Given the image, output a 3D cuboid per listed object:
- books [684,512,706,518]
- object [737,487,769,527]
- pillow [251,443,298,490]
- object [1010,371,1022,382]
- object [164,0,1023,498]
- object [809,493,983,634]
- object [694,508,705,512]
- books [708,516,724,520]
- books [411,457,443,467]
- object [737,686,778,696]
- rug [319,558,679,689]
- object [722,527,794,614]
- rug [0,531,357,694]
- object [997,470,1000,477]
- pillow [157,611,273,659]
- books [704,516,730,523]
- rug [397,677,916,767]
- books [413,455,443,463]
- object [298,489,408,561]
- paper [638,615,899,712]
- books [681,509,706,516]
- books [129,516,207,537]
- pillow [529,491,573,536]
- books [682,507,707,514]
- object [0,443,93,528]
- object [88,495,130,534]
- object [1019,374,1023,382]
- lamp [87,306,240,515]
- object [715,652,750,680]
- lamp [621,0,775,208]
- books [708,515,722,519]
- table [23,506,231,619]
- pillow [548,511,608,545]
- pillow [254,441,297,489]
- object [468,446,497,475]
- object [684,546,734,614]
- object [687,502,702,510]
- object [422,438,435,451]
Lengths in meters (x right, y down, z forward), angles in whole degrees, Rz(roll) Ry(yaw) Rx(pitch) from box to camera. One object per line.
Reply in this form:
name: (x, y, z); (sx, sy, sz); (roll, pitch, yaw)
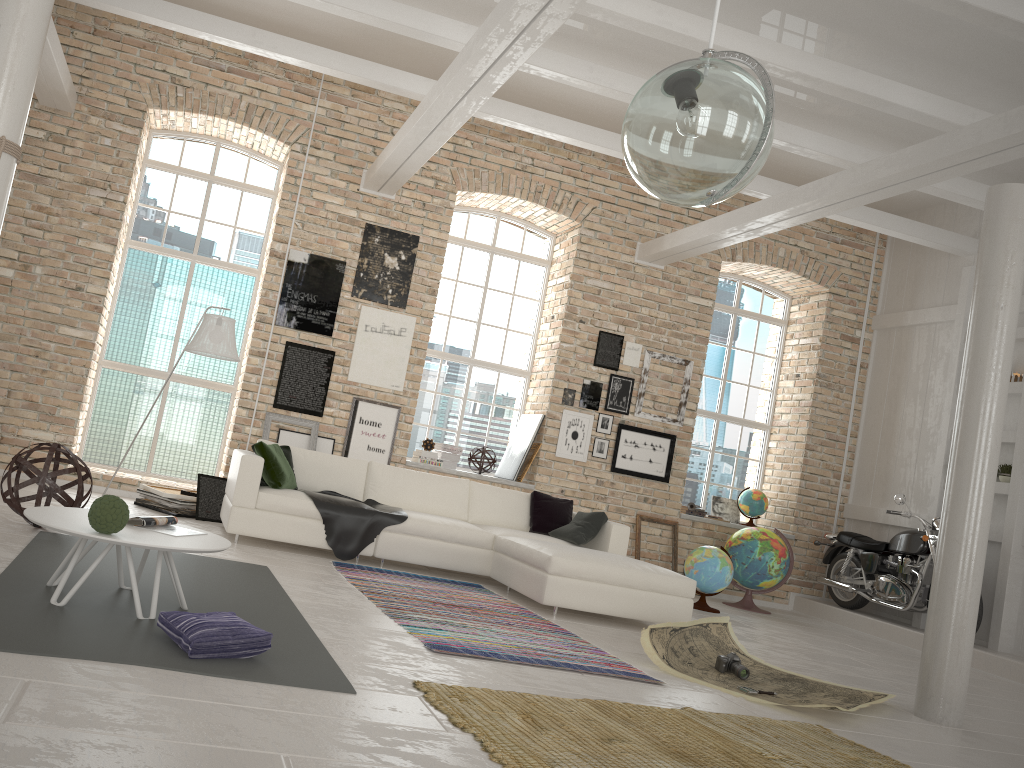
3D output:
books: (2.038, 1.489, 10.162); (0.248, 0.025, 0.209); (13, -6, -15)
object: (2.806, 1.441, 10.396); (0.323, 0.464, 0.337); (12, -5, -11)
pillow: (-1.963, 0.679, 7.392); (0.333, 0.364, 0.388); (8, -6, 29)
object: (4.840, -0.059, 8.565); (0.107, 0.119, 0.107); (11, -5, 1)
object: (1.244, -0.807, 4.558); (9.809, 4.789, 12.277); (13, -6, -17)
object: (3.913, 1.757, 9.036); (0.779, 1.326, 2.267); (13, -6, -24)
object: (2.060, 1.418, 10.164); (0.207, 0.020, 0.164); (13, -6, -16)
books: (2.293, 1.507, 10.026); (0.099, 0.014, 0.142); (15, -7, -35)
books: (-0.891, 0.818, 9.344); (0.266, 0.048, 0.228); (13, -6, -19)
object: (1.324, 1.644, 4.756); (0.219, 0.019, 0.101); (13, -6, -19)
rug: (-0.306, 1.434, 5.614); (1.357, 0.008, 2.785); (13, -6, -20)
object: (2.562, 1.949, 9.426); (0.612, 0.922, 0.699); (15, -7, -41)
rug: (-1.745, 1.023, 4.385); (1.386, 0.041, 2.821); (13, -6, -20)
object: (4.606, 0.865, 8.619); (0.221, 0.157, 0.235); (13, -6, -25)
pillow: (-1.168, 0.985, 3.483); (0.331, 0.164, 0.378); (16, -7, -41)
books: (2.300, 1.525, 10.021); (0.221, 0.022, 0.182); (13, -6, -16)
rug: (0.854, 1.403, 3.244); (2.107, 0.021, 1.606); (13, -6, -22)
books: (-0.882, 0.783, 9.348); (0.261, 0.024, 0.227); (13, -6, -19)
object: (-1.354, 1.142, 7.207); (0.864, 0.463, 0.805); (13, -6, -18)
paper: (1.522, 1.600, 5.131); (1.133, 0.264, 1.372); (6, -7, 38)
books: (2.041, 1.463, 10.168); (0.246, 0.029, 0.210); (13, -6, -17)
books: (-1.650, 0.644, 4.158); (0.386, 0.048, 0.295); (10, -6, 14)
pillow: (0.355, 1.184, 7.994); (0.414, 0.389, 0.250); (12, -5, -14)
books: (2.054, 1.441, 10.174); (0.247, 0.026, 0.212); (13, -6, -21)
object: (-2.961, 0.645, 5.683); (0.503, 0.542, 0.581); (15, -7, -41)
object: (-1.656, 0.537, 3.664); (0.150, 0.163, 0.175); (15, -7, -40)
object: (4.878, -0.048, 8.453); (0.114, 0.088, 0.100); (8, -6, 25)
lamp: (-2.734, 0.214, 7.132); (1.046, 1.772, 0.432); (9, -5, 19)
object: (1.290, 1.629, 5.166); (0.144, 0.124, 0.175); (12, -6, -17)
lamp: (0.732, -1.381, 3.135); (0.502, 1.596, 0.503); (11, -5, -2)
books: (2.288, 1.494, 10.034); (0.125, 0.013, 0.109); (16, -8, -41)
table: (-1.742, 0.808, 3.990); (0.910, 0.341, 0.914); (11, -6, -2)
pillow: (0.568, 1.203, 7.604); (0.324, 0.305, 0.438); (13, -6, -27)
pillow: (-1.886, 0.650, 7.114); (0.312, 0.343, 0.408); (10, -5, 7)
object: (-0.319, 0.812, 9.496); (0.291, 0.307, 0.322); (13, -6, -26)
object: (1.864, 1.844, 8.508); (0.471, 0.630, 0.425); (8, -5, 24)
object: (2.090, 1.408, 10.191); (0.099, 0.089, 0.454); (8, -6, 23)
object: (-0.882, 0.643, 9.420); (0.146, 0.137, 0.139); (10, -5, 11)
